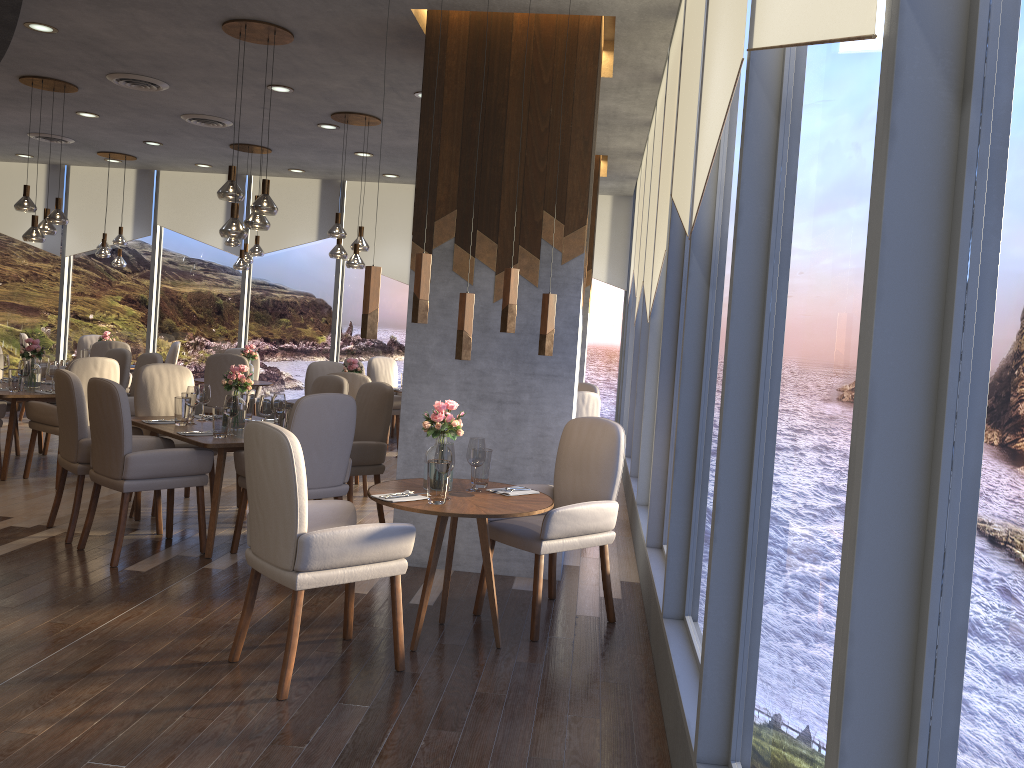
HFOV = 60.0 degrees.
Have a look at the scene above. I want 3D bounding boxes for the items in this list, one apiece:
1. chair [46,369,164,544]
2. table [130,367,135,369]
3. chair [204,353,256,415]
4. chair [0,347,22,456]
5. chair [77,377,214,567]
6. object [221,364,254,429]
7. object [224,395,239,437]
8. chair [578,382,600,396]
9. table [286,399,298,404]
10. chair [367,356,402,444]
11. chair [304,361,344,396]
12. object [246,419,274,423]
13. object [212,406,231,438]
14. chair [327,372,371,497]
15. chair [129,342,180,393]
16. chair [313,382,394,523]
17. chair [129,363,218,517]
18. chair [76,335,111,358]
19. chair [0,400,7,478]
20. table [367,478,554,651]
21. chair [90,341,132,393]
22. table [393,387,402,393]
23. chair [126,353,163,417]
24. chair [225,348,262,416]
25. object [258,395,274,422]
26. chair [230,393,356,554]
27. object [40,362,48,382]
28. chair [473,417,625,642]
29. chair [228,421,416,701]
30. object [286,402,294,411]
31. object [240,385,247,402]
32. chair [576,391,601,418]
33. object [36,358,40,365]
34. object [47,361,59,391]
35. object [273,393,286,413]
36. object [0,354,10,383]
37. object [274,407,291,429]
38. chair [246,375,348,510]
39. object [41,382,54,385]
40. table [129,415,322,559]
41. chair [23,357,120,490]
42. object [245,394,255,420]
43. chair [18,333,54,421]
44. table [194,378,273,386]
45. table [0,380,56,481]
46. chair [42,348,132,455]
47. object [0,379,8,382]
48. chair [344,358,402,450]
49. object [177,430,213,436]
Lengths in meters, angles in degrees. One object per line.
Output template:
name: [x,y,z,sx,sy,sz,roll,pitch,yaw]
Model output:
chair: [-2.501,0.413,5.465,0.599,0.999,0.529,2,2,-41]
table: [-4.957,0.103,10.733,0.834,0.661,0.834,4,3,4]
chair: [-2.913,0.176,9.076,0.528,0.999,0.600,4,2,-13]
chair: [-4.721,0.114,7.928,0.600,0.999,0.528,6,3,41]
chair: [-2.097,0.465,5.065,0.529,0.999,0.599,6,3,41]
object: [-1.767,0.080,5.685,0.210,0.415,0.198,3,2,-17]
object: [-1.687,0.189,5.321,0.092,0.244,0.092,4,2,1]
chair: [0.424,0.482,7.868,0.599,0.999,0.529,2,3,-41]
table: [-1.605,0.504,7.898,0.833,0.661,0.835,3,3,-20]
chair: [-1.459,0.185,10.693,0.528,0.999,0.601,2,3,-41]
chair: [-1.750,0.295,8.435,0.528,0.999,0.601,3,2,-18]
object: [-1.716,0.254,6.109,0.255,0.019,0.158,1,4,-42]
object: [-1.713,0.226,5.215,0.102,0.178,0.102,4,2,-15]
chair: [-1.421,0.382,7.322,0.528,0.999,0.600,3,2,-18]
chair: [-4.455,-0.043,10.973,0.599,0.999,0.529,3,2,-28]
chair: [-1.153,0.480,5.964,0.599,0.999,0.529,2,2,-41]
chair: [-2.404,0.371,6.307,0.528,0.999,0.601,2,3,-41]
chair: [-5.248,-0.112,11.190,0.528,0.999,0.601,3,2,-32]
chair: [-4.260,0.215,6.734,0.529,0.999,0.599,5,2,34]
table: [-0.250,0.826,3.985,0.833,0.661,0.835,4,3,-4]
chair: [-4.662,-0.012,10.190,0.528,0.999,0.601,3,2,-31]
table: [-1.041,0.409,10.243,0.833,0.661,0.835,4,3,-8]
chair: [-3.429,0.216,7.753,0.529,0.999,0.599,6,3,42]
chair: [-3.157,0.093,10.211,0.528,0.999,0.600,4,2,-14]
object: [-1.519,0.193,5.462,0.092,0.244,0.092,5,2,26]
chair: [-1.247,0.521,5.129,0.601,0.999,0.528,6,3,43]
object: [-4.185,-0.102,7.874,0.102,0.178,0.102,3,2,-36]
chair: [0.209,0.666,4.400,0.599,0.999,0.529,2,3,-42]
chair: [-0.767,0.646,3.564,0.599,0.999,0.529,2,3,-42]
object: [-1.473,0.212,5.764,0.102,0.178,0.102,3,2,-36]
object: [-1.872,0.132,6.083,0.092,0.244,0.092,4,2,5]
chair: [0.342,0.528,6.963,0.528,0.999,0.601,3,2,-37]
object: [-4.185,-0.129,7.764,0.092,0.244,0.092,5,2,18]
object: [-3.736,-0.065,7.210,0.092,0.244,0.092,3,2,-29]
object: [-1.492,0.184,5.656,0.092,0.244,0.092,4,2,-17]
object: [-4.358,-0.131,7.594,0.092,0.244,0.092,5,2,21]
object: [-1.414,0.234,5.447,0.102,0.178,0.102,6,3,42]
chair: [-1.539,0.429,6.376,0.529,0.999,0.599,6,3,43]
object: [-4.035,-0.008,7.817,0.158,0.019,0.255,7,4,38]
table: [-1.824,0.613,5.717,0.964,0.665,1.309,1,4,-44]
chair: [-3.410,0.266,6.901,0.600,0.999,0.528,5,2,36]
object: [-1.853,0.160,6.191,0.102,0.178,0.102,3,2,-36]
chair: [-5.488,-0.086,10.446,0.599,0.999,0.529,3,2,-29]
table: [-3.048,0.301,9.642,0.833,0.661,0.835,2,3,-35]
table: [-4.068,0.355,7.423,1.309,0.665,0.964,6,4,39]
chair: [-3.863,0.164,8.113,0.529,0.999,0.599,5,2,36]
object: [-4.409,-0.031,7.757,0.255,0.019,0.157,7,4,41]
chair: [-1.580,0.221,9.920,0.599,0.999,0.529,3,2,-38]
object: [-1.860,0.291,5.304,0.255,0.019,0.158,1,4,-41]
